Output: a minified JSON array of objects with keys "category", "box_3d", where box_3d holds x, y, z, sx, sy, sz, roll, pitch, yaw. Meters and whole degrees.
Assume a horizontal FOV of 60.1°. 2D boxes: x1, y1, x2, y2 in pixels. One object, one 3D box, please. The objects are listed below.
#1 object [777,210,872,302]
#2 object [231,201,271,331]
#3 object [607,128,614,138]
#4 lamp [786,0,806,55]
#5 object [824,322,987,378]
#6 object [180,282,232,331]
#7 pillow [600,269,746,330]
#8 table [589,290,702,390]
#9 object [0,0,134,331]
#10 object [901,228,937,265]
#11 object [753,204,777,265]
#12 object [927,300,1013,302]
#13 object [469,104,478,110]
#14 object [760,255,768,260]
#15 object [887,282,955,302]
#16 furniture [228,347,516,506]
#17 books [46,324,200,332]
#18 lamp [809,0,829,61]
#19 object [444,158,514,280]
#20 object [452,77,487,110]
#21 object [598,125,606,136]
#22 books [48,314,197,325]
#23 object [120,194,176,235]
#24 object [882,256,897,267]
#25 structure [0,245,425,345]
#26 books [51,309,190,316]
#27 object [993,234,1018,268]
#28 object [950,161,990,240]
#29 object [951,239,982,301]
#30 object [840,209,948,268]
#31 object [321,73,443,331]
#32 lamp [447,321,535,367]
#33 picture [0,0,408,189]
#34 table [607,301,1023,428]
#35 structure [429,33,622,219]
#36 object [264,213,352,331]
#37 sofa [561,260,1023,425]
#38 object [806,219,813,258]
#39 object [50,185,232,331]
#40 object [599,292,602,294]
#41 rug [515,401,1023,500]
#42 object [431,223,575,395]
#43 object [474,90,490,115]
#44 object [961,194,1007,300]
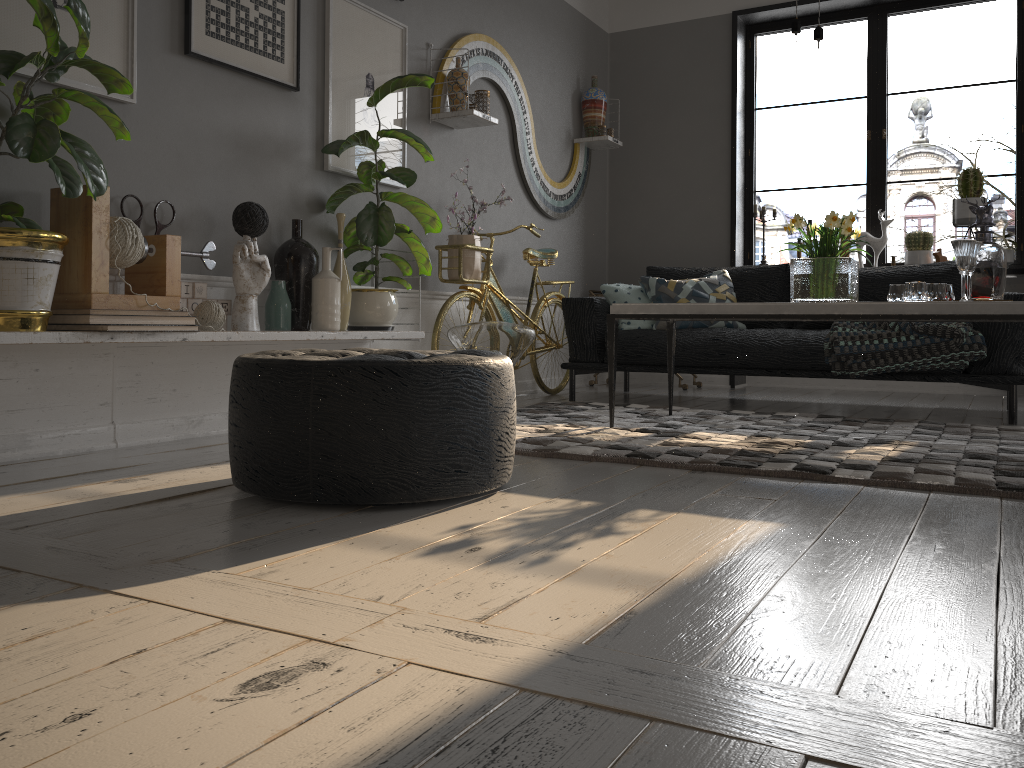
[{"category":"object","box_3d":[1.200,-0.482,3.424,0.352,0.351,0.325,2,2,31]},{"category":"object","box_3d":[-0.977,-0.436,3.281,0.136,0.483,0.155,1,0,29]},{"category":"object","box_3d":[0.678,-1.727,6.095,0.050,0.058,0.050,1,2,19]},{"category":"lamp","box_3d":[1.115,-1.989,2.732,0.074,1.535,1.397,0,2,-2]},{"category":"object","box_3d":[1.868,-0.209,4.241,0.667,0.329,0.491,2,3,24]},{"category":"object","box_3d":[-1.136,-0.278,3.189,0.078,0.173,0.265,1,2,35]},{"category":"pillow","box_3d":[0.914,-0.472,5.047,0.798,0.362,0.444,1,2,11]},{"category":"table","box_3d":[0.935,-0.318,6.199,0.743,0.679,0.339,2,1,29]},{"category":"object","box_3d":[-1.354,-0.626,2.442,0.546,0.963,0.510,1,1,14]},{"category":"object","box_3d":[2.633,-0.870,5.725,0.234,0.283,0.213,1,1,3]},{"category":"object","box_3d":[1.738,-1.008,6.162,0.145,0.490,0.162,0,0,-25]},{"category":"object","box_3d":[1.715,-0.306,3.352,0.318,0.015,0.247,3,4,29]},{"category":"object","box_3d":[-0.214,-1.447,4.723,0.062,0.081,0.062,1,1,5]},{"category":"object","box_3d":[1.775,-0.843,6.232,0.084,0.151,0.084,1,1,33]},{"category":"object","box_3d":[1.583,-0.338,3.357,0.246,0.087,0.279,1,3,7]},{"category":"furniture","box_3d":[-0.357,0.084,2.315,0.735,0.356,0.736,1,3,16]},{"category":"books","box_3d":[-1.232,-0.177,2.792,0.296,0.021,0.368,2,4,23]},{"category":"lamp","box_3d":[1.228,-1.993,2.812,0.074,1.535,1.397,0,2,-2]},{"category":"object","box_3d":[-0.145,-0.849,4.642,0.488,0.641,0.253,-1,1,-43]},{"category":"object","box_3d":[-0.216,-1.473,4.528,0.197,0.166,0.060,-1,1,-27]},{"category":"object","box_3d":[0.616,-1.725,6.053,0.060,0.079,0.060,1,1,18]},{"category":"books","box_3d":[-1.233,-0.201,2.780,0.260,0.029,0.384,3,4,30]},{"category":"object","box_3d":[-1.254,-0.412,3.050,0.019,0.463,0.221,0,0,29]},{"category":"object","box_3d":[2.478,-0.780,5.747,0.123,0.099,0.123,-1,3,-38]},{"category":"structure","box_3d":[-1.195,-0.362,2.916,0.308,0.486,2.779,1,3,29]},{"category":"books","box_3d":[-1.243,-0.224,2.782,0.229,0.017,0.379,2,4,26]},{"category":"object","box_3d":[2.979,-0.806,5.384,0.171,0.203,0.246,1,2,31]},{"category":"object","box_3d":[2.842,-1.047,5.491,0.235,0.670,0.228,0,0,0]},{"category":"object","box_3d":[1.630,-0.399,3.173,0.082,0.227,0.168,1,1,41]},{"category":"object","box_3d":[2.474,-0.931,5.761,0.663,0.410,0.134,2,1,30]},{"category":"object","box_3d":[-0.573,-0.808,3.902,0.567,1.150,0.416,0,0,-21]},{"category":"lamp","box_3d":[-0.103,-0.088,4.349,0.432,0.437,0.433,-1,2,-30]},{"category":"picture","box_3d":[-0.550,-1.228,0.212,4.041,1.793,7.301,2,4,29]},{"category":"table","box_3d":[1.179,-0.049,3.404,1.457,0.511,0.733,2,3,29]},{"category":"structure","box_3d":[0.174,-1.537,5.389,0.267,0.954,2.024,1,3,29]},{"category":"object","box_3d":[-0.810,-0.456,3.549,0.331,0.488,0.286,0,1,-11]},{"category":"sofa","box_3d":[1.481,-0.272,4.791,2.342,0.797,0.971,2,3,29]},{"category":"object","box_3d":[2.022,-0.939,6.004,0.123,0.375,0.123,1,0,34]},{"category":"object","box_3d":[-1.178,-0.388,2.886,0.238,0.440,0.546,1,2,29]},{"category":"object","box_3d":[0.804,-0.639,6.275,0.318,0.015,0.247,3,4,29]},{"category":"rug","box_3d":[0.904,0.191,3.375,2.528,0.034,1.772,3,4,29]},{"category":"object","box_3d":[0.027,-0.393,5.002,0.426,0.969,1.628,1,3,20]},{"category":"object","box_3d":[-0.157,-1.470,4.664,0.086,0.140,0.086,1,1,22]},{"category":"object","box_3d":[1.778,-0.505,3.331,0.156,0.417,0.148,0,0,-42]}]
